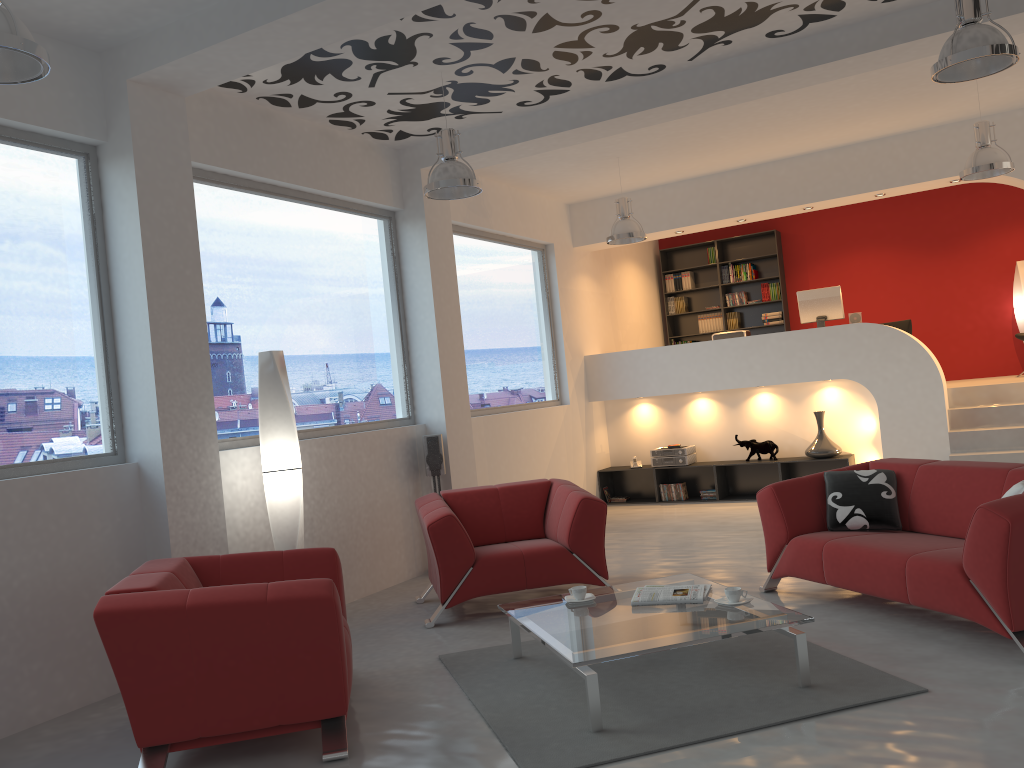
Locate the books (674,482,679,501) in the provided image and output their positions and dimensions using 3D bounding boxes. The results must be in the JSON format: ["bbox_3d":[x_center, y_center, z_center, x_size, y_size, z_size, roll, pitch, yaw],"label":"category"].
[{"bbox_3d":[1.863,1.205,9.951,0.031,0.190,0.135,-6,-1,29],"label":"books"}]

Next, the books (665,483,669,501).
[{"bbox_3d":[1.772,1.215,10.003,0.031,0.190,0.135,-6,-1,29],"label":"books"}]

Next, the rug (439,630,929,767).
[{"bbox_3d":[0.647,1.354,4.180,1.700,0.025,1.700,-6,-1,-16],"label":"rug"}]

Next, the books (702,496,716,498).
[{"bbox_3d":[2.210,1.241,9.817,0.190,0.015,0.135,-6,-1,29],"label":"books"}]

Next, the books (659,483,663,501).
[{"bbox_3d":[1.707,1.222,10.039,0.031,0.190,0.135,-6,-1,29],"label":"books"}]

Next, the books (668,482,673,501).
[{"bbox_3d":[1.798,1.212,9.988,0.031,0.190,0.135,-6,-1,29],"label":"books"}]

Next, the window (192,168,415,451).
[{"bbox_3d":[-1.524,-0.504,6.423,0.100,1.800,2.400,-6,-1,29],"label":"window"}]

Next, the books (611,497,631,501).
[{"bbox_3d":[1.271,1.343,10.345,0.190,0.015,0.135,-6,-1,29],"label":"books"}]

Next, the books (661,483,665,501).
[{"bbox_3d":[1.733,1.219,10.025,0.031,0.190,0.135,-6,-1,29],"label":"books"}]

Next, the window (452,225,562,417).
[{"bbox_3d":[-0.161,-0.608,8.867,0.100,1.800,2.400,-6,-1,29],"label":"window"}]

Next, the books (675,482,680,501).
[{"bbox_3d":[1.876,1.204,9.944,0.031,0.190,0.135,-6,-1,29],"label":"books"}]

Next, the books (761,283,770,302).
[{"bbox_3d":[3.467,-1.239,12.071,0.090,0.256,0.181,-6,-1,29],"label":"books"}]

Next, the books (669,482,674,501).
[{"bbox_3d":[1.811,1.211,9.981,0.031,0.190,0.135,-6,-1,29],"label":"books"}]

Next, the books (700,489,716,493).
[{"bbox_3d":[2.189,1.183,9.826,0.190,0.015,0.135,-6,-1,24],"label":"books"}]

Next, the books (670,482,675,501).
[{"bbox_3d":[1.824,1.209,9.973,0.031,0.190,0.135,-6,-1,29],"label":"books"}]

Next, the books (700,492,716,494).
[{"bbox_3d":[2.196,1.198,9.815,0.190,0.015,0.135,-6,-1,29],"label":"books"}]

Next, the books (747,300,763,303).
[{"bbox_3d":[3.337,-1.133,12.157,0.190,0.015,0.135,-6,-1,34],"label":"books"}]

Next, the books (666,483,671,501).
[{"bbox_3d":[1.785,1.213,9.995,0.031,0.190,0.135,-6,-1,29],"label":"books"}]

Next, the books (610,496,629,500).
[{"bbox_3d":[1.256,1.329,10.353,0.190,0.015,0.135,-6,-1,29],"label":"books"}]

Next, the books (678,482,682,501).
[{"bbox_3d":[1.902,1.201,9.929,0.031,0.190,0.135,-6,-1,29],"label":"books"}]

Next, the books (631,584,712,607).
[{"bbox_3d":[0.778,1.036,4.363,0.367,0.035,0.345,-6,-1,19],"label":"books"}]

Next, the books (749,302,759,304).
[{"bbox_3d":[3.344,-1.104,12.155,0.190,0.015,0.135,-6,-1,24],"label":"books"}]

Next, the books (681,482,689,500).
[{"bbox_3d":[1.928,1.198,9.915,0.031,0.190,0.135,-6,-1,29],"label":"books"}]

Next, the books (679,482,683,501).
[{"bbox_3d":[1.915,1.199,9.922,0.031,0.190,0.135,-6,-1,29],"label":"books"}]

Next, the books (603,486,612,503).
[{"bbox_3d":[1.121,1.291,10.370,0.063,0.187,0.135,-6,-1,29],"label":"books"}]

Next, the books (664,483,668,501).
[{"bbox_3d":[1.759,1.216,10.010,0.031,0.190,0.135,-6,-1,29],"label":"books"}]

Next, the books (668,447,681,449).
[{"bbox_3d":[1.831,0.714,10.000,0.135,0.015,0.190,-6,-1,9],"label":"books"}]

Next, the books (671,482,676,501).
[{"bbox_3d":[1.837,1.208,9.966,0.031,0.190,0.135,-6,-1,29],"label":"books"}]

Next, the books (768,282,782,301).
[{"bbox_3d":[3.572,-1.242,12.011,0.146,0.240,0.170,-6,-1,29],"label":"books"}]

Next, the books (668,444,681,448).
[{"bbox_3d":[1.831,0.699,10.010,0.135,0.015,0.190,-6,-1,14],"label":"books"}]

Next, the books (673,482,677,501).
[{"bbox_3d":[1.850,1.206,9.959,0.031,0.190,0.135,-6,-1,29],"label":"books"}]

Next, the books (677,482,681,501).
[{"bbox_3d":[1.889,1.202,9.937,0.031,0.190,0.135,-6,-1,29],"label":"books"}]

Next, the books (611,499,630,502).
[{"bbox_3d":[1.268,1.358,10.348,0.190,0.015,0.135,-6,-1,29],"label":"books"}]

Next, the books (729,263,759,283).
[{"bbox_3d":[3.183,-1.542,12.190,0.341,0.286,0.231,-6,-1,29],"label":"books"}]

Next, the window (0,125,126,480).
[{"bbox_3d":[-2.888,-0.400,3.980,0.100,1.800,2.400,-6,-1,29],"label":"window"}]

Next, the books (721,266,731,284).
[{"bbox_3d":[2.991,-1.505,12.326,0.090,0.256,0.181,-6,-1,29],"label":"books"}]

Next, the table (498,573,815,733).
[{"bbox_3d":[0.621,1.211,4.179,1.097,0.286,1.162,-6,-1,-16],"label":"table"}]

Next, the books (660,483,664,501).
[{"bbox_3d":[1.720,1.220,10.032,0.031,0.190,0.135,-6,-1,29],"label":"books"}]

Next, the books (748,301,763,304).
[{"bbox_3d":[3.347,-1.119,12.152,0.190,0.015,0.135,-6,-1,29],"label":"books"}]

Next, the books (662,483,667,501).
[{"bbox_3d":[1.746,1.218,10.017,0.031,0.190,0.135,-6,-1,29],"label":"books"}]

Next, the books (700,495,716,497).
[{"bbox_3d":[2.200,1.227,9.822,0.190,0.015,0.135,-6,-1,34],"label":"books"}]
